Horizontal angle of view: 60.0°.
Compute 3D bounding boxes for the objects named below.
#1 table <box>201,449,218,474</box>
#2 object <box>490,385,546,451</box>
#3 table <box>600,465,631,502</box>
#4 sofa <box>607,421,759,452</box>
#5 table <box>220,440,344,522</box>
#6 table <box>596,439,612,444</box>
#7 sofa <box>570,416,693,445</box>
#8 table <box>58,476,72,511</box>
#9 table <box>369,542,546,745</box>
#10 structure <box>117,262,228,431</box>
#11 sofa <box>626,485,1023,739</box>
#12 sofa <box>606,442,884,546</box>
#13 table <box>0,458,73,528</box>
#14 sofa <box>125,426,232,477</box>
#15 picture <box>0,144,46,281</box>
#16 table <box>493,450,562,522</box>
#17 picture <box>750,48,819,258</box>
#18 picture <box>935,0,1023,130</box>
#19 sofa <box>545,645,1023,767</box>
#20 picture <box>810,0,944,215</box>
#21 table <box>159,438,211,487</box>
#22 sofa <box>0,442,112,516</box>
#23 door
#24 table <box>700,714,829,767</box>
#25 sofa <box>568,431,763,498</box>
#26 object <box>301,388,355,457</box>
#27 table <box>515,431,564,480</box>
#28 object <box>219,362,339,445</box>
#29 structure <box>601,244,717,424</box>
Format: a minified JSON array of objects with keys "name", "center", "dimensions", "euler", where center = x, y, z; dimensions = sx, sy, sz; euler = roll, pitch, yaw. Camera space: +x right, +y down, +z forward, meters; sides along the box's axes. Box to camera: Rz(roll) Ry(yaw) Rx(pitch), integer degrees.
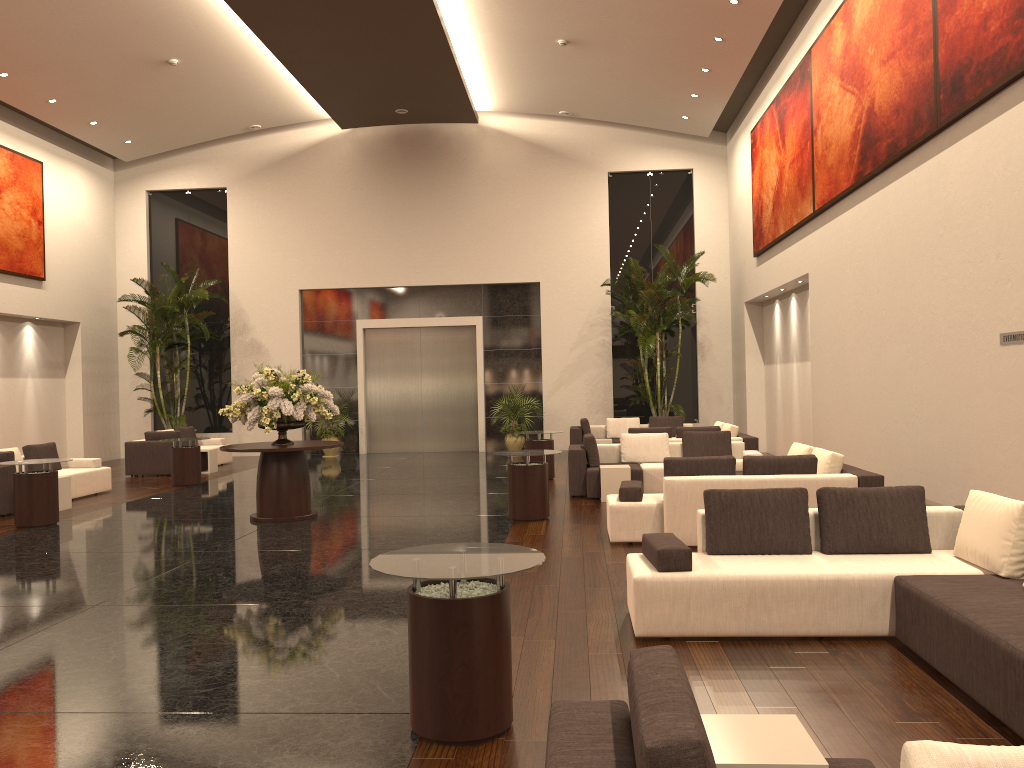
[{"name":"table","center":[-6.113,1.531,17.592],"dimensions":[0.400,0.460,0.400],"euler":[-1,0,4]},{"name":"object","center":[0.040,0.772,20.551],"dimensions":[1.297,1.682,1.373],"euler":[-1,0,42]},{"name":"table","center":[1.410,1.354,12.111],"dimensions":[0.400,0.460,0.400],"euler":[-1,0,4]},{"name":"sofa","center":[2.732,1.119,15.740],"dimensions":[2.586,0.862,3.366],"euler":[-1,0,4]},{"name":"table","center":[-2.887,1.224,11.203],"dimensions":[1.498,0.921,1.498],"euler":[-1,0,-5]},{"name":"table","center":[1.802,1.342,17.770],"dimensions":[0.400,0.460,0.400],"euler":[-1,0,4]},{"name":"sofa","center":[2.624,1.121,18.372],"dimensions":[2.846,0.862,1.291],"euler":[-1,0,4]},{"name":"table","center":[-6.472,1.541,12.414],"dimensions":[0.400,0.460,0.400],"euler":[-1,0,4]},{"name":"table","center":[-0.247,1.227,4.211],"dimensions":[0.833,0.795,0.844],"euler":[-1,0,43]},{"name":"structure","center":[-7.885,-0.504,20.733],"dimensions":[2.436,4.611,2.531],"euler":[-1,0,-24]},{"name":"sofa","center":[1.988,1.141,4.742],"dimensions":[2.586,0.862,3.366],"euler":[-1,0,4]},{"name":"sofa","center":[2.340,1.131,10.081],"dimensions":[2.586,0.862,3.366],"euler":[-1,0,4]},{"name":"table","center":[-5.905,1.358,11.011],"dimensions":[0.833,0.795,0.844],"euler":[-1,0,-35]},{"name":"sofa","center":[-6.720,1.343,18.420],"dimensions":[1.291,0.862,2.846],"euler":[-1,0,4]},{"name":"picture","center":[-10.127,-3.447,16.594],"dimensions":[0.070,2.526,4.515],"euler":[-1,0,4]},{"name":"table","center":[0.195,1.214,10.587],"dimensions":[0.833,0.795,0.844],"euler":[-1,0,-35]},{"name":"picture","center":[4.699,-3.799,15.566],"dimensions":[0.070,2.526,4.515],"euler":[-1,0,4]},{"name":"picture","center":[4.074,-3.781,6.548],"dimensions":[0.070,2.526,4.515],"euler":[-1,0,4]},{"name":"sofa","center":[1.501,1.154,2.160],"dimensions":[2.846,0.862,1.291],"euler":[-1,0,4]},{"name":"picture","center":[4.386,-3.790,11.055],"dimensions":[0.070,2.526,4.515],"euler":[-1,0,4]},{"name":"table","center":[-5.634,1.350,15.324],"dimensions":[0.833,0.795,0.844],"euler":[-1,0,-35]},{"name":"sofa","center":[-7.079,1.353,13.242],"dimensions":[1.291,0.862,2.846],"euler":[-1,0,4]},{"name":"door","center":[-2.193,0.139,21.577],"dimensions":[2.767,3.048,0.040],"euler":[-1,0,4]},{"name":"table","center":[0.769,1.373,2.870],"dimensions":[0.400,0.460,0.400],"euler":[-1,0,4]},{"name":"sofa","center":[2.232,1.132,12.713],"dimensions":[2.846,0.862,1.291],"euler":[-1,0,4]},{"name":"object","center":[-4.278,0.875,20.903],"dimensions":[1.297,1.682,1.373],"euler":[-1,0,37]},{"name":"table","center":[0.466,1.205,14.901],"dimensions":[0.833,0.795,0.844],"euler":[-1,0,-35]},{"name":"object","center":[-2.885,0.215,11.199],"dimensions":[1.453,1.097,1.402],"euler":[-1,0,-40]},{"name":"structure","center":[3.303,-0.770,19.814],"dimensions":[2.436,4.611,2.531],"euler":[-1,0,-24]}]
